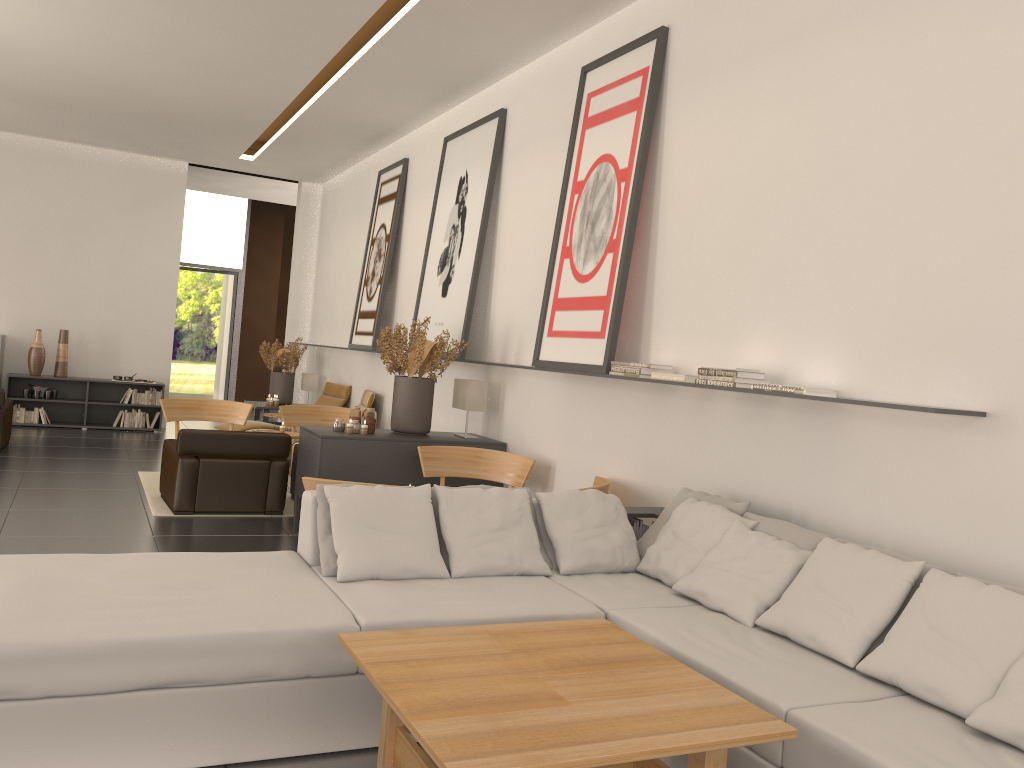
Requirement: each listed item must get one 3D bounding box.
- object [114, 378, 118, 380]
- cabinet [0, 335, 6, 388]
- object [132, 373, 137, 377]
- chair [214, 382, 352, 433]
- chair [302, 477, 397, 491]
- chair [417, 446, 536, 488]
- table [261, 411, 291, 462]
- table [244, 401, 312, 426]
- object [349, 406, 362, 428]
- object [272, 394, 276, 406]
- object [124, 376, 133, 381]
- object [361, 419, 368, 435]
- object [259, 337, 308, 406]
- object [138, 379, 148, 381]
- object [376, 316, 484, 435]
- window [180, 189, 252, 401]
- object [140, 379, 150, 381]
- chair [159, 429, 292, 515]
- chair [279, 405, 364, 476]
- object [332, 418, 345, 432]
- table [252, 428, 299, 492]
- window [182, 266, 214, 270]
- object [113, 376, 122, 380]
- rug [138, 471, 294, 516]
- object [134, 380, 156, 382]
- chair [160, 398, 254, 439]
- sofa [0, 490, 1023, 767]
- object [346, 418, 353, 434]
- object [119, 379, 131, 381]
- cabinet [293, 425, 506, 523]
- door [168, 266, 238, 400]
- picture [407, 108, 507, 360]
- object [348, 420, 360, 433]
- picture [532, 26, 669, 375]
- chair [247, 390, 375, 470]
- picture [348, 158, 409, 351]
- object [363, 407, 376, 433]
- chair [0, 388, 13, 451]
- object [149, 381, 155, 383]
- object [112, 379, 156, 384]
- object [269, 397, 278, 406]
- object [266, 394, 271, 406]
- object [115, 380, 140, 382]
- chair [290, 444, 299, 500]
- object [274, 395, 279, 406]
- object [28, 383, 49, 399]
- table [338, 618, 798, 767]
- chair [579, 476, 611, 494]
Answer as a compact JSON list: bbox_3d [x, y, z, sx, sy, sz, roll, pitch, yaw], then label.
[{"bbox_3d":[-8.756,-0.104,19.612,0.112,0.040,0.034,6,1,19],"label":"object"},{"bbox_3d":[-12.222,-0.200,18.107,3.078,1.876,1.041,4,1,-26],"label":"cabinet"},{"bbox_3d":[-8.574,-0.170,19.960,0.086,0.152,0.261,6,1,32],"label":"object"},{"bbox_3d":[-4.627,0.669,17.951,2.419,1.486,1.301,4,1,-36],"label":"chair"},{"bbox_3d":[-1.081,1.405,7.690,1.452,1.226,1.151,5,1,-1],"label":"chair"},{"bbox_3d":[-0.544,1.385,10.079,1.452,1.226,1.150,5,1,14],"label":"chair"},{"bbox_3d":[-4.400,1.013,16.987,0.798,0.904,0.797,6,1,42],"label":"table"},{"bbox_3d":[-5.079,0.901,19.840,1.599,0.840,1.602,4,2,-26],"label":"table"},{"bbox_3d":[-1.973,0.434,11.160,0.157,0.325,0.158,5,1,-34],"label":"object"},{"bbox_3d":[-5.214,0.352,19.473,0.104,0.254,0.104,5,1,24],"label":"object"},{"bbox_3d":[-8.608,-0.121,19.912,0.188,0.082,0.188,5,1,-12],"label":"object"},{"bbox_3d":[-1.800,0.528,10.831,0.080,0.187,0.080,5,1,-16],"label":"object"},{"bbox_3d":[-5.218,-0.316,19.972,0.927,1.553,1.586,5,1,3],"label":"object"},{"bbox_3d":[-8.264,-0.088,19.872,0.515,0.015,0.014,6,2,41],"label":"object"},{"bbox_3d":[-1.057,-0.112,11.578,1.421,1.553,1.437,5,1,-13],"label":"object"},{"bbox_3d":[-12.961,-3.213,25.286,10.302,7.380,0.100,4,1,-26],"label":"window"},{"bbox_3d":[-8.247,-0.088,19.924,0.515,0.015,0.014,6,1,33],"label":"object"},{"bbox_3d":[-3.832,1.110,11.903,1.537,1.076,1.501,4,1,-26],"label":"chair"},{"bbox_3d":[-3.153,1.010,14.824,1.451,1.226,1.152,4,1,-26],"label":"chair"},{"bbox_3d":[-2.143,0.508,10.992,0.158,0.158,0.157,6,1,37],"label":"object"},{"bbox_3d":[-3.563,1.171,13.521,0.797,0.904,0.798,5,1,-3],"label":"table"},{"bbox_3d":[-5.266,-4.271,22.303,99.059,20.578,48.668,4,2,-26],"label":"window"},{"bbox_3d":[-8.811,-0.136,19.818,0.188,0.082,0.188,6,2,25],"label":"object"},{"bbox_3d":[-3.402,1.647,13.416,3.998,0.010,3.561,4,2,-26],"label":"rug"},{"bbox_3d":[-8.252,-0.064,19.910,0.405,0.034,0.293,6,2,22],"label":"object"},{"bbox_3d":[-4.821,0.886,14.015,1.451,1.226,1.152,4,1,-26],"label":"chair"},{"bbox_3d":[0.074,1.602,4.393,5.522,1.204,5.609,4,2,-26],"label":"sofa"},{"bbox_3d":[-1.978,0.512,10.830,0.076,0.187,0.076,5,1,-9],"label":"object"},{"bbox_3d":[-8.583,-0.099,19.647,0.291,0.058,0.086,4,2,-39],"label":"object"},{"bbox_3d":[-1.448,1.260,11.378,2.399,1.239,1.121,4,1,-26],"label":"cabinet"},{"bbox_3d":[-9.828,-1.428,27.228,2.376,4.268,0.100,5,1,-11],"label":"door"},{"bbox_3d":[-0.863,-2.130,13.124,0.384,3.493,2.195,5,1,-26],"label":"picture"},{"bbox_3d":[-1.952,0.526,10.961,0.158,0.158,0.157,6,1,37],"label":"object"},{"bbox_3d":[0.893,-1.872,9.468,0.384,3.493,1.601,5,1,-26],"label":"picture"},{"bbox_3d":[-3.824,0.787,16.279,2.420,1.486,1.300,5,1,-16],"label":"chair"},{"bbox_3d":[-2.516,-2.373,16.566,0.384,3.493,1.601,5,1,-26],"label":"picture"},{"bbox_3d":[-1.783,0.452,11.129,0.157,0.325,0.157,5,1,11],"label":"object"},{"bbox_3d":[-9.353,0.535,14.968,1.537,1.076,1.501,4,1,-26],"label":"chair"},{"bbox_3d":[-8.031,-0.044,19.765,0.112,0.040,0.034,4,1,-37],"label":"object"},{"bbox_3d":[-8.438,-0.058,19.784,0.893,0.003,0.672,4,2,-23],"label":"object"},{"bbox_3d":[-5.185,0.391,19.338,0.207,0.187,0.111,4,1,-39],"label":"object"},{"bbox_3d":[-5.313,0.345,19.397,0.108,0.254,0.108,5,1,29],"label":"object"},{"bbox_3d":[-8.493,-0.066,19.592,0.514,0.015,0.014,4,1,-34],"label":"object"},{"bbox_3d":[-2.229,1.229,12.680,1.537,1.076,1.501,4,1,-26],"label":"chair"},{"bbox_3d":[-5.144,0.361,19.370,0.104,0.254,0.104,5,1,24],"label":"object"},{"bbox_3d":[-10.144,0.147,18.983,0.413,0.309,0.142,5,1,-11],"label":"object"},{"bbox_3d":[0.133,1.804,4.198,1.599,0.840,1.601,4,2,-26],"label":"table"},{"bbox_3d":[0.314,1.502,8.606,1.151,1.226,1.451,5,1,19],"label":"chair"}]
